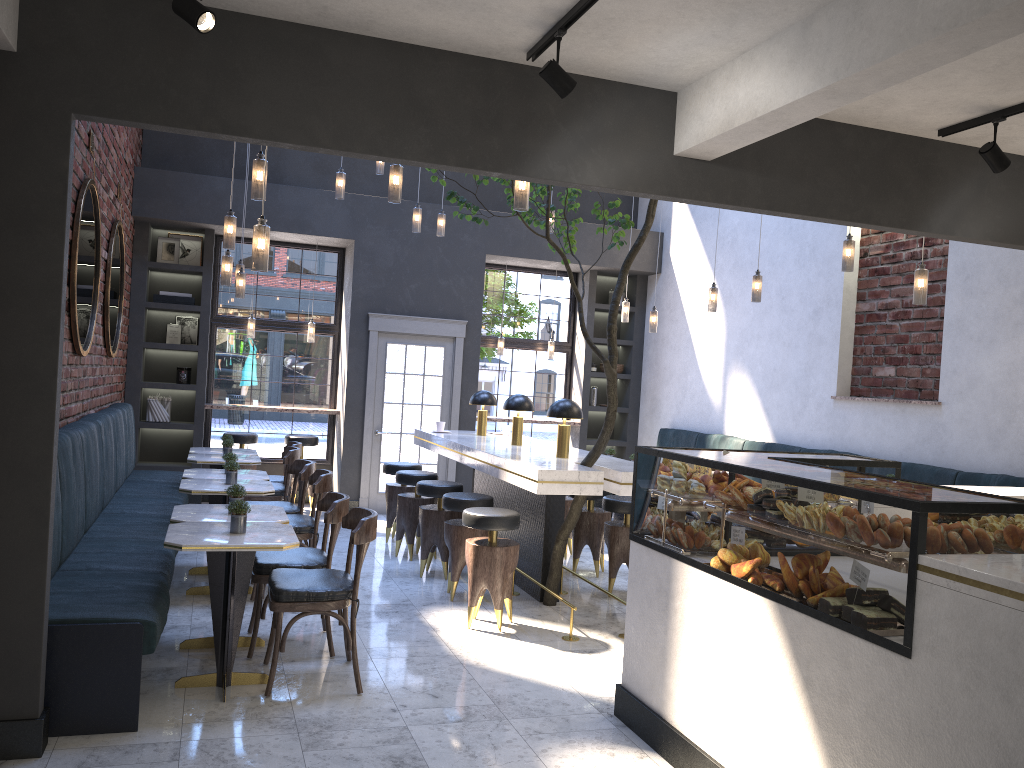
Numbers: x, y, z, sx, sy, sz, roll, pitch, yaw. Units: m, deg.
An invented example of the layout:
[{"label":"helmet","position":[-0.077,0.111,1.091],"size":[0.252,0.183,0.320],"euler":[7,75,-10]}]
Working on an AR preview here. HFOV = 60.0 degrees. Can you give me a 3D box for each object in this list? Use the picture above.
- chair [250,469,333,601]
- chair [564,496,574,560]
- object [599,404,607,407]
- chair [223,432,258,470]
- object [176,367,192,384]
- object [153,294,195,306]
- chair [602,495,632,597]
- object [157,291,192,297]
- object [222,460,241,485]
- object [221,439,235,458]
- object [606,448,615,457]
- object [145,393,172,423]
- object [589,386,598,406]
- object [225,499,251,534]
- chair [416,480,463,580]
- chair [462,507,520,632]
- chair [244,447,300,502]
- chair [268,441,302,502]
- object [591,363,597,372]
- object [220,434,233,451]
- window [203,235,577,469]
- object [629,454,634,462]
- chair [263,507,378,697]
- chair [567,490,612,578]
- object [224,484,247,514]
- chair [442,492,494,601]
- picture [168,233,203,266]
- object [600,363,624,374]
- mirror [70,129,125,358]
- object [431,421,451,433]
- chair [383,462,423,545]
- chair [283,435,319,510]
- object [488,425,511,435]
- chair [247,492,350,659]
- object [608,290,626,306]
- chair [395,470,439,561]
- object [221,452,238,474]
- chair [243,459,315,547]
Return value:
[{"label":"chair","position":[-1.537,1.031,6.190],"size":[0.521,0.851,0.538],"euler":[3,1,-17]},{"label":"chair","position":[0.404,1.202,8.077],"size":[0.372,0.737,0.370],"euler":[4,1,25]},{"label":"object","position":[1.160,0.274,11.187],"size":[0.130,0.026,0.130],"euler":[3,0,-35]},{"label":"chair","position":[-2.973,0.947,9.648],"size":[0.371,0.821,0.370],"euler":[4,1,34]},{"label":"object","position":[-3.570,-0.091,9.646],"size":[0.152,0.181,0.152],"euler":[4,1,19]},{"label":"object","position":[-3.653,-0.903,9.598],"size":[0.412,0.084,0.286],"euler":[3,0,-19]},{"label":"chair","position":[0.851,1.235,6.748],"size":[0.372,0.737,0.370],"euler":[4,1,25]},{"label":"object","position":[-3.657,-0.964,9.607],"size":[0.327,0.039,0.227],"euler":[3,0,-29]},{"label":"object","position":[-1.915,0.602,6.056],"size":[0.118,0.165,0.122],"euler":[3,1,-41]},{"label":"object","position":[-2.481,0.561,7.742],"size":[0.118,0.165,0.122],"euler":[3,1,-41]},{"label":"object","position":[1.062,0.772,9.552],"size":[0.118,0.165,0.122],"euler":[3,1,-41]},{"label":"object","position":[-3.817,0.249,9.589],"size":[0.250,0.323,0.241],"euler":[3,1,-19]},{"label":"object","position":[1.029,0.155,11.168],"size":[0.098,0.248,0.098],"euler":[4,1,21]},{"label":"object","position":[-1.335,0.644,4.331],"size":[0.118,0.165,0.122],"euler":[3,1,-41]},{"label":"chair","position":[-0.589,1.145,7.002],"size":[0.372,0.737,0.370],"euler":[4,1,25]},{"label":"chair","position":[-0.152,1.177,5.669],"size":[0.372,0.737,0.370],"euler":[4,1,25]},{"label":"chair","position":[-2.166,0.986,7.855],"size":[0.521,0.851,0.538],"euler":[3,1,-17]},{"label":"chair","position":[-2.286,0.976,8.426],"size":[0.521,0.851,0.497],"euler":[3,1,-20]},{"label":"object","position":[1.015,-0.210,11.199],"size":[0.116,0.119,0.117],"euler":[3,1,-42]},{"label":"object","position":[-2.666,0.547,8.294],"size":[0.118,0.165,0.122],"euler":[3,1,-41]},{"label":"window","position":[0.699,-1.535,4.826],"size":[6.406,5.365,12.706],"euler":[3,0,-19]},{"label":"object","position":[1.247,0.785,9.001],"size":[0.118,0.165,0.122],"euler":[3,1,-41]},{"label":"chair","position":[-0.971,1.072,4.503],"size":[0.521,0.851,0.538],"euler":[3,1,-17]},{"label":"chair","position":[0.627,1.219,7.413],"size":[0.372,0.737,0.370],"euler":[4,1,25]},{"label":"object","position":[-1.521,0.631,4.882],"size":[0.118,0.165,0.122],"euler":[3,1,-41]},{"label":"chair","position":[-0.334,1.164,6.350],"size":[0.372,0.737,0.370],"euler":[4,1,9]},{"label":"picture","position":[-3.617,-1.467,9.797],"size":[0.361,0.369,0.055],"euler":[3,1,-19]},{"label":"object","position":[1.270,-0.197,11.310],"size":[0.305,0.123,0.305],"euler":[4,0,2]},{"label":"mirror","position":[-2.859,-0.939,5.991],"size":[0.036,1.510,4.772],"euler":[3,0,-19]},{"label":"object","position":[-0.665,0.404,8.322],"size":[0.176,0.098,0.204],"euler":[3,0,-13]},{"label":"chair","position":[-1.045,1.112,8.328],"size":[0.372,0.737,0.370],"euler":[4,1,25]},{"label":"chair","position":[-2.355,0.984,9.833],"size":[0.370,0.821,0.372],"euler":[4,1,34]},{"label":"object","position":[-0.103,0.438,8.546],"size":[0.176,0.097,0.301],"euler":[3,0,-27]},{"label":"chair","position":[-1.212,1.055,5.032],"size":[0.521,0.851,0.538],"euler":[3,1,-17]},{"label":"object","position":[1.340,-1.090,11.318],"size":[0.214,0.215,0.213],"euler":[3,0,-9]},{"label":"chair","position":[-0.838,1.128,7.649],"size":[0.370,0.737,0.371],"euler":[3,1,-28]},{"label":"object","position":[-2.100,0.588,6.608],"size":[0.118,0.165,0.122],"euler":[3,1,-41]},{"label":"chair","position":[-1.798,1.012,6.768],"size":[0.521,0.851,0.538],"euler":[3,1,-25]}]
